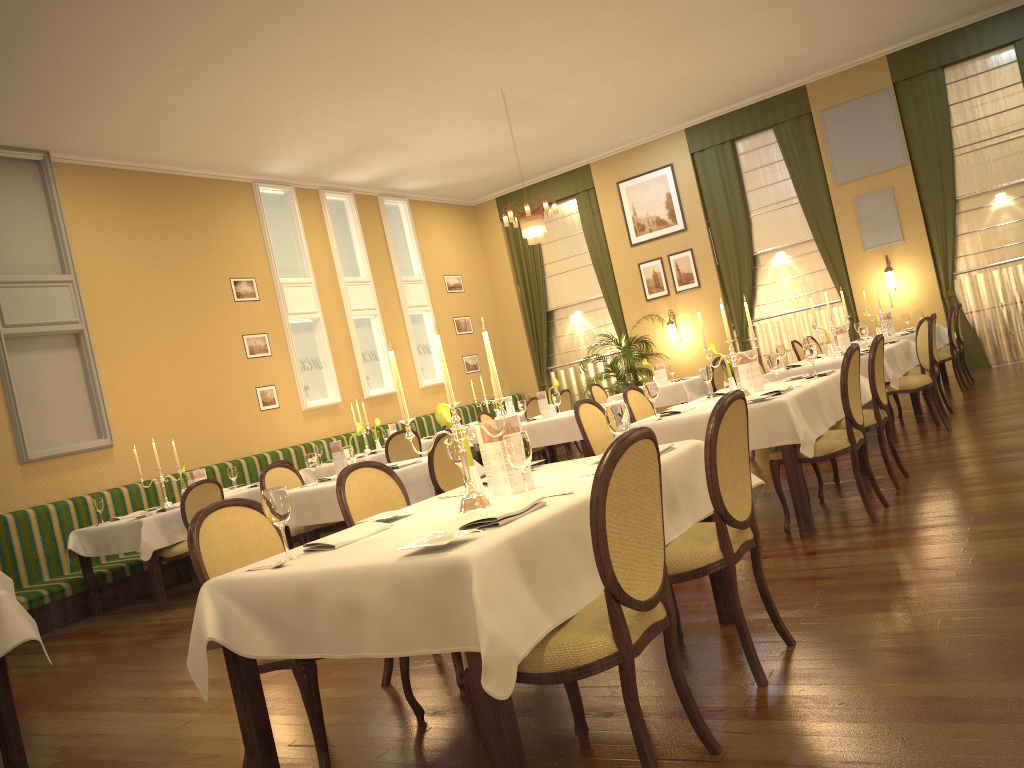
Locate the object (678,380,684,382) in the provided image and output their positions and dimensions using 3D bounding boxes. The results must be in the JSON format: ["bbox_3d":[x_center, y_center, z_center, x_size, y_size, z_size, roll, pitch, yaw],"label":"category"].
[{"bbox_3d":[2.050,-0.028,11.007,0.185,0.010,0.017,-13,0,32],"label":"object"}]

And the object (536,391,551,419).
[{"bbox_3d":[0.313,0.216,9.047,0.081,0.277,0.166,-13,0,-12],"label":"object"}]

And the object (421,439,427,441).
[{"bbox_3d":[-1.078,0.670,10.463,0.185,0.010,0.017,-13,0,32],"label":"object"}]

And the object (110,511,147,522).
[{"bbox_3d":[-3.374,1.161,7.806,0.142,0.033,0.273,-13,0,32],"label":"object"}]

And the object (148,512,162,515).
[{"bbox_3d":[-2.988,1.079,7.406,0.181,0.015,0.038,-13,0,33],"label":"object"}]

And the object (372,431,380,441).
[{"bbox_3d":[-1.641,0.686,10.775,0.088,0.229,0.088,-13,0,-16],"label":"object"}]

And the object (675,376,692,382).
[{"bbox_3d":[2.171,-0.059,11.232,0.142,0.024,0.273,-13,0,32],"label":"object"}]

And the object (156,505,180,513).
[{"bbox_3d":[-2.860,1.044,7.517,0.142,0.033,0.273,-13,0,32],"label":"object"}]

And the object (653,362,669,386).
[{"bbox_3d":[1.856,-0.118,11.193,0.166,0.277,0.081,-13,0,38],"label":"object"}]

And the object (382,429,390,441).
[{"bbox_3d":[-1.403,0.628,9.984,0.088,0.229,0.088,-13,0,-10],"label":"object"}]

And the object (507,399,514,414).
[{"bbox_3d":[-0.006,0.327,12.274,0.088,0.229,0.088,-13,0,-10],"label":"object"}]

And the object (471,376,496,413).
[{"bbox_3d":[-0.373,0.196,12.403,0.390,0.655,0.131,-13,0,38],"label":"object"}]

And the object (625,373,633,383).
[{"bbox_3d":[1.516,-0.018,11.365,0.088,0.229,0.088,-13,0,-10],"label":"object"}]

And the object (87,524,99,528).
[{"bbox_3d":[-3.579,1.213,7.579,0.181,0.015,0.038,-13,0,33],"label":"object"}]

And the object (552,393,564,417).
[{"bbox_3d":[0.452,0.206,8.724,0.088,0.229,0.088,-13,0,-16],"label":"object"}]

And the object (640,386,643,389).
[{"bbox_3d":[1.653,0.055,11.533,0.142,0.033,0.273,-13,0,32],"label":"object"}]

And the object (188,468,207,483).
[{"bbox_3d":[-2.864,0.923,8.080,0.166,0.277,0.081,-13,0,3],"label":"object"}]

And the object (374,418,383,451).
[{"bbox_3d":[-1.567,0.592,10.350,0.076,0.375,0.163,-12,0,-36],"label":"object"}]

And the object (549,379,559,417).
[{"bbox_3d":[0.430,0.138,9.094,0.163,0.375,0.076,-13,0,9],"label":"object"}]

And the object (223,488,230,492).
[{"bbox_3d":[-2.903,1.060,8.648,0.142,0.033,0.273,-13,0,32],"label":"object"}]

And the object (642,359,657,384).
[{"bbox_3d":[1.783,-0.153,11.405,0.076,0.375,0.163,-12,0,-36],"label":"object"}]

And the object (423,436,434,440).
[{"bbox_3d":[-0.926,0.632,10.589,0.142,0.024,0.273,-13,0,32],"label":"object"}]

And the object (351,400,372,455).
[{"bbox_3d":[-1.722,0.486,10.176,0.131,0.655,0.390,-12,0,-44],"label":"object"}]

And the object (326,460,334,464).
[{"bbox_3d":[-1.974,0.860,10.100,0.142,0.033,0.273,-13,0,32],"label":"object"}]

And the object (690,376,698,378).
[{"bbox_3d":[2.307,-0.086,11.405,0.181,0.015,0.038,-13,0,33],"label":"object"}]

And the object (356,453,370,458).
[{"bbox_3d":[-1.630,0.782,9.542,0.160,0.024,0.160,-13,0,32],"label":"object"}]

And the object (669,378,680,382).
[{"bbox_3d":[2.099,-0.042,11.549,0.160,0.024,0.160,-13,0,32],"label":"object"}]

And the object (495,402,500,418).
[{"bbox_3d":[-0.206,0.300,12.705,0.076,0.375,0.163,-13,0,19],"label":"object"}]

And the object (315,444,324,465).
[{"bbox_3d":[-2.152,0.796,9.945,0.088,0.229,0.088,-13,0,-10],"label":"object"}]

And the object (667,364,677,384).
[{"bbox_3d":[1.974,-0.124,10.918,0.088,0.229,0.088,-13,0,-10],"label":"object"}]

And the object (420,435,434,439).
[{"bbox_3d":[-1.028,0.654,10.778,0.160,0.024,0.160,-13,0,32],"label":"object"}]

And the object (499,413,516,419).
[{"bbox_3d":[-0.063,0.442,12.101,0.142,0.033,0.273,-13,0,32],"label":"object"}]

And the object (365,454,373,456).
[{"bbox_3d":[-1.589,0.778,9.700,0.181,0.015,0.038,-13,0,33],"label":"object"}]

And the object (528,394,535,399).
[{"bbox_3d":[0.295,0.262,12.638,0.088,0.229,0.088,-13,0,-10],"label":"object"}]

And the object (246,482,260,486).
[{"bbox_3d":[-2.427,0.955,8.484,0.160,0.024,0.160,-13,0,32],"label":"object"}]

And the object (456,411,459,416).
[{"bbox_3d":[-0.755,0.495,12.235,0.088,0.229,0.088,-13,0,-10],"label":"object"}]

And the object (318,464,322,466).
[{"bbox_3d":[-2.179,0.911,9.873,0.181,0.015,0.038,-13,0,33],"label":"object"}]

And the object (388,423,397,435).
[{"bbox_3d":[-1.393,0.606,10.493,0.081,0.277,0.166,-13,0,-7],"label":"object"}]

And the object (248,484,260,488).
[{"bbox_3d":[-2.326,0.933,8.295,0.142,0.024,0.273,-13,0,32],"label":"object"}]

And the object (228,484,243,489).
[{"bbox_3d":[-2.788,1.038,8.893,0.160,0.024,0.160,-13,0,32],"label":"object"}]

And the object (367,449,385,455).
[{"bbox_3d":[-1.461,0.743,9.811,0.142,0.033,0.273,-13,0,32],"label":"object"}]

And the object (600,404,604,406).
[{"bbox_3d":[0.805,0.234,8.843,0.142,0.024,0.273,-13,0,32],"label":"object"}]

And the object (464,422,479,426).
[{"bbox_3d":[-0.577,0.559,12.390,0.142,0.033,0.273,-13,0,32],"label":"object"}]

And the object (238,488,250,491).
[{"bbox_3d":[-2.477,0.971,8.169,0.185,0.010,0.017,-13,0,32],"label":"object"}]

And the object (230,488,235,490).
[{"bbox_3d":[-2.802,1.045,8.782,0.181,0.015,0.038,-13,0,33],"label":"object"}]

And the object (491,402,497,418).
[{"bbox_3d":[-0.244,0.385,13.065,0.088,0.229,0.088,-13,0,-10],"label":"object"}]

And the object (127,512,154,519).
[{"bbox_3d":[-3.030,1.084,7.248,0.160,0.024,0.160,-13,0,32],"label":"object"}]

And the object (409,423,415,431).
[{"bbox_3d":[-1.164,0.577,10.393,0.088,0.229,0.088,-13,0,-10],"label":"object"}]

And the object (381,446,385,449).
[{"bbox_3d":[-1.503,0.759,10.942,0.142,0.033,0.273,-13,0,32],"label":"object"}]

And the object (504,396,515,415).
[{"bbox_3d":[-0.059,0.319,12.703,0.081,0.277,0.166,-12,0,-42],"label":"object"}]

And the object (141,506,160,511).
[{"bbox_3d":[-3.288,1.146,8.107,0.160,0.024,0.160,-13,0,32],"label":"object"}]
